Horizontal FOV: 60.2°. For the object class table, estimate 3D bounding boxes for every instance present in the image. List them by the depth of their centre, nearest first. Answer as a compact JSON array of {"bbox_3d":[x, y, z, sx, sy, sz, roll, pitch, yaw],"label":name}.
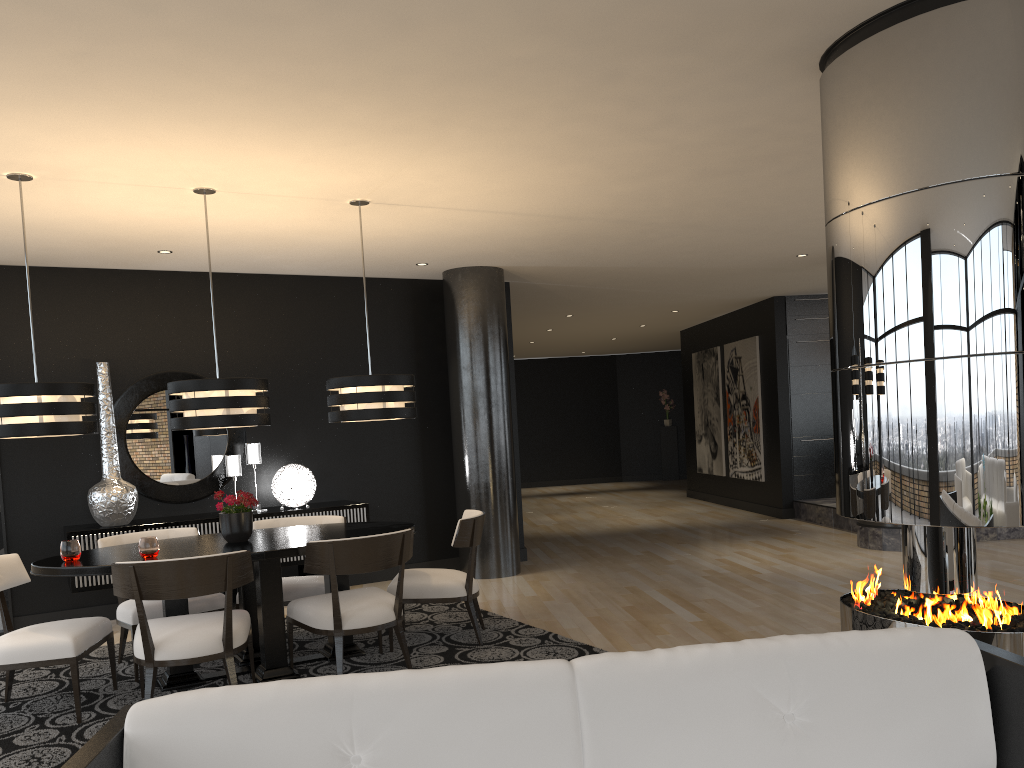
[{"bbox_3d":[-1.528,1.279,5.042,2.101,0.771,1.211,-2,-2,-27],"label":"table"}]

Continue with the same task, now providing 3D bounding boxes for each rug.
[{"bbox_3d":[-1.568,1.662,5.043,3.712,0.011,2.723,-2,-3,-29],"label":"rug"}]

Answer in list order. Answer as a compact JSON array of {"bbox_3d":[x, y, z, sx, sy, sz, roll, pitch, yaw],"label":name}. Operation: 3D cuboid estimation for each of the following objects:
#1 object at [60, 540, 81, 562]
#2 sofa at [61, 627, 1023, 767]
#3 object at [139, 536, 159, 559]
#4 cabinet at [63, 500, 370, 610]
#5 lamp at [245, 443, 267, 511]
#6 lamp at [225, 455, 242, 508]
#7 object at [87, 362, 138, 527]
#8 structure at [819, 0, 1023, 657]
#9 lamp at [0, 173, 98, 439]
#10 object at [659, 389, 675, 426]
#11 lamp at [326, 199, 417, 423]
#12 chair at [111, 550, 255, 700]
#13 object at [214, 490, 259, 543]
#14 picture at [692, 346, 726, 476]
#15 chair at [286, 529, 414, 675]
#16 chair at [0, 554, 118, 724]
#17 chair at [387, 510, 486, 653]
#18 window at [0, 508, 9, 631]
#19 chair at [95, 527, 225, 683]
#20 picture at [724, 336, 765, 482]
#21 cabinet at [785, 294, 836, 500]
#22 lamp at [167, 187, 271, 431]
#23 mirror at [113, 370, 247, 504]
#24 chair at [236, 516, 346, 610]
[{"bbox_3d":[-2.272,0.859,4.545,0.095,0.106,0.095,-3,0,27],"label":"object"},{"bbox_3d":[0.190,1.007,1.738,2.030,0.806,0.838,-3,0,-7],"label":"sofa"},{"bbox_3d":[-1.842,0.831,4.480,0.095,0.106,0.095,-3,0,-18],"label":"object"},{"bbox_3d":[-2.282,1.419,7.031,2.231,0.768,0.611,-2,0,-29],"label":"cabinet"},{"bbox_3d":[-2.090,0.756,7.179,0.132,0.551,0.124,-2,3,23],"label":"lamp"},{"bbox_3d":[-2.212,0.799,7.045,0.124,0.466,0.132,-4,2,-7],"label":"lamp"},{"bbox_3d":[-2.991,0.447,6.551,0.343,1.212,0.343,-4,2,-20],"label":"object"},{"bbox_3d":[1.629,0.036,3.410,0.585,2.749,0.891,-4,2,-19],"label":"structure"},{"bbox_3d":[-2.456,-0.393,4.502,0.534,1.332,0.535,-4,2,-30],"label":"lamp"},{"bbox_3d":[3.281,0.499,18.639,0.339,0.789,0.227,-2,2,22],"label":"object"},{"bbox_3d":[-0.885,-0.442,5.364,0.534,1.332,0.535,-4,2,-30],"label":"lamp"},{"bbox_3d":[-1.616,1.237,4.425,0.641,0.808,0.616,-3,1,-19],"label":"chair"},{"bbox_3d":[-1.557,0.745,4.999,0.237,0.299,0.229,-4,1,-27],"label":"object"},{"bbox_3d":[2.979,0.428,13.311,0.077,1.878,1.153,-4,1,-7],"label":"picture"},{"bbox_3d":[-0.877,1.216,4.871,0.640,0.808,0.617,-4,1,-36],"label":"chair"},{"bbox_3d":[-2.448,1.289,4.514,0.615,0.808,0.642,-3,1,-8],"label":"chair"},{"bbox_3d":[-0.450,1.225,5.558,0.616,0.808,0.641,-3,1,0],"label":"chair"},{"bbox_3d":[3.446,-1.083,3.732,15.859,4.795,10.141,-2,-2,-20],"label":"window"},{"bbox_3d":[-2.111,1.310,5.360,0.640,0.808,0.617,-4,1,-43],"label":"chair"},{"bbox_3d":[3.144,0.352,11.916,0.077,1.878,1.153,-4,1,-7],"label":"picture"},{"bbox_3d":[6.205,0.058,11.484,5.723,2.534,0.726,-3,2,-7],"label":"cabinet"},{"bbox_3d":[-1.671,-0.417,4.933,0.534,1.332,0.535,-4,2,-30],"label":"lamp"},{"bbox_3d":[-2.691,0.429,7.117,1.073,1.081,0.025,-3,2,-29],"label":"mirror"},{"bbox_3d":[-1.396,1.286,5.711,0.642,0.808,0.615,-3,1,-1],"label":"chair"}]
